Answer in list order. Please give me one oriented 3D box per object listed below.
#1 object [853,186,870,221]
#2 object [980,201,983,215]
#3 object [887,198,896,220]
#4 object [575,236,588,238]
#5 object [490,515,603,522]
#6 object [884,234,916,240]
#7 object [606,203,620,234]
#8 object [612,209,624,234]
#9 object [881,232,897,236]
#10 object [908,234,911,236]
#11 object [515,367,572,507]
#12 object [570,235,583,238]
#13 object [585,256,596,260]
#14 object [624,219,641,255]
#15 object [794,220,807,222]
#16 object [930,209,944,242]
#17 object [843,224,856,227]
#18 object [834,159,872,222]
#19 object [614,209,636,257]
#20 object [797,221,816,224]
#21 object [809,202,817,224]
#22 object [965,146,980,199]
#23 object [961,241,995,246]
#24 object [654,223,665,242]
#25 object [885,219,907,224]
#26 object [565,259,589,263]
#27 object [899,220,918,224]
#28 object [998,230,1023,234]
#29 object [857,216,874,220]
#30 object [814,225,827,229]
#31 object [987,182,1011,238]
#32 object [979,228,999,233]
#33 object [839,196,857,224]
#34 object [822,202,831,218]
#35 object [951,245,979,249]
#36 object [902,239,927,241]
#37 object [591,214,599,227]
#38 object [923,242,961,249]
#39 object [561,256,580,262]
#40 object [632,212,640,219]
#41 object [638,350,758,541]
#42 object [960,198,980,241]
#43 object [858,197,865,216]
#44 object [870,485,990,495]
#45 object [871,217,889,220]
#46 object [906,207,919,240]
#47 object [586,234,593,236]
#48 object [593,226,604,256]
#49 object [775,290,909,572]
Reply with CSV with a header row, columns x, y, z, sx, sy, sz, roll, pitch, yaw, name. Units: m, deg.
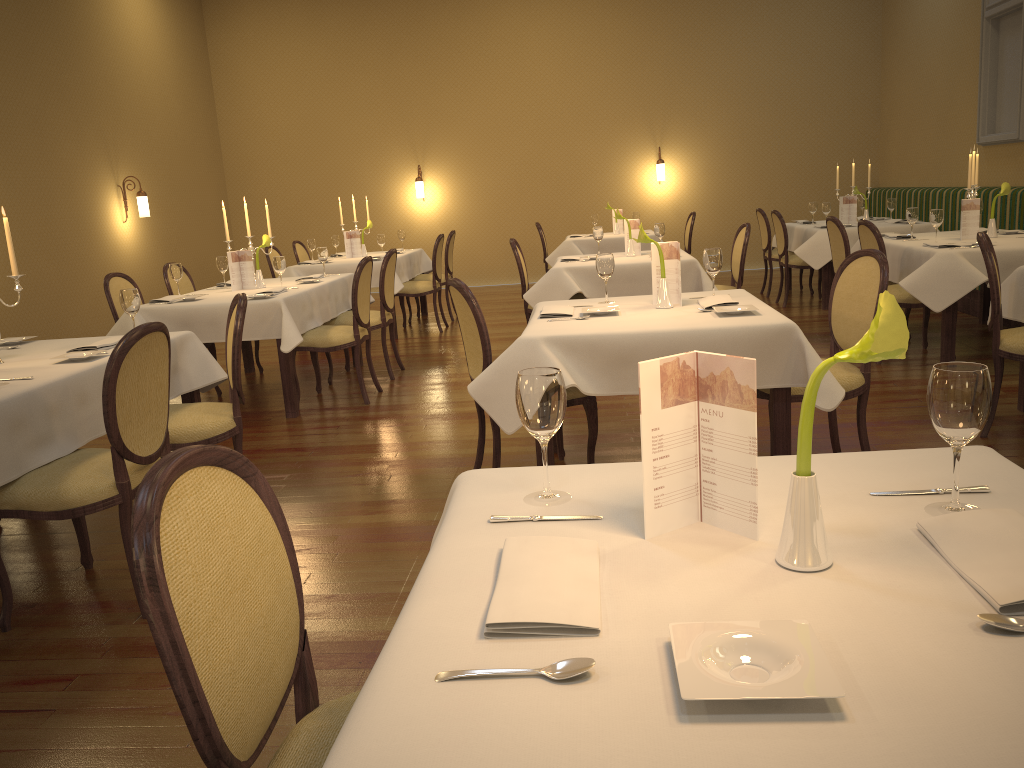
x,y,z,sx,sy,sz,roll,pitch,yaw,name
3.575,-1.839,9.063,0.163,0.375,0.076,2,13,27,object
3.590,-1.297,6.851,0.088,0.229,0.088,-13,15,-35,object
3.749,-1.717,8.761,0.088,0.229,0.088,-13,15,-35,object
0.777,-1.657,9.994,0.181,0.015,0.038,-3,12,7,object
0.055,0.218,1.455,0.185,0.010,0.017,-3,12,6,object
2.927,-1.113,6.691,0.142,0.033,0.273,-3,12,6,object
1.149,-1.892,10.105,0.163,0.375,0.076,-8,13,-17,object
1.247,-1.870,10.213,0.081,0.277,0.166,-13,15,-37,object
2.959,-1.179,7.003,0.160,0.024,0.160,-3,12,6,object
2.994,-1.144,6.847,0.181,0.015,0.038,-3,12,7,object
0.054,0.090,1.533,0.088,0.229,0.088,-13,15,-35,object
0.741,-1.704,10.211,0.142,0.024,0.273,-3,12,6,object
0.632,-0.957,6.741,0.160,0.024,0.160,-3,12,6,object
0.960,-1.135,6.864,0.081,0.277,0.166,-13,15,-37,object
3.205,-1.808,9.868,0.160,0.024,0.160,-3,12,6,object
2.875,-1.066,6.007,0.088,0.229,0.088,-13,15,-35,object
3.221,-1.521,8.517,0.160,0.024,0.160,-3,12,6,object
3.548,-2.014,9.220,0.131,0.655,0.390,-14,15,-38,object
0.861,-1.157,6.755,0.163,0.375,0.076,-8,13,-17,object
3.173,-1.742,9.556,0.142,0.033,0.273,-3,12,6,object
3.173,-1.801,9.348,0.088,0.229,0.088,-13,15,-35,object
3.301,-1.385,6.356,0.131,0.655,0.390,1,13,24,object
2.975,-0.892,5.652,0.160,0.024,0.160,-3,12,6,object
1.155,-1.141,6.931,0.088,0.229,0.088,-13,15,-35,object
3.728,-1.574,8.583,0.142,0.033,0.273,-3,12,6,object
0.489,-0.922,6.645,0.181,0.015,0.038,-3,12,7,object
3.736,-1.515,8.319,0.160,0.024,0.160,-3,12,6,object
3.586,-1.088,6.365,0.160,0.024,0.160,-3,12,6,object
3.772,-1.779,9.531,0.142,0.033,0.273,-3,12,6,object
3.042,-1.533,8.638,0.142,0.024,0.273,-3,12,6,object
3.347,-1.198,6.113,0.076,0.375,0.163,-7,12,-12,object
3.526,-1.150,6.666,0.142,0.033,0.273,-3,12,6,object
3.410,-1.763,8.985,0.166,0.277,0.081,2,13,26,object
3.151,-1.701,8.886,0.088,0.229,0.088,-13,15,-35,object
2.832,-0.857,5.557,0.181,0.015,0.038,-3,12,7,object
2.918,-1.043,6.407,0.185,0.010,0.017,-3,12,6,object
0.979,-1.877,10.441,0.088,0.229,0.088,-13,15,-35,object
2.796,-0.904,5.773,0.142,0.024,0.273,-3,12,6,object
0.453,-0.969,6.862,0.142,0.024,0.273,-3,12,6,object
1.443,-1.876,10.280,0.088,0.229,0.088,-13,15,-35,object
0.281,0.093,1.338,0.166,0.277,0.081,-2,12,12,object
3.154,-1.142,6.163,0.166,0.277,0.081,-9,13,-22,object
3.836,-1.926,9.715,0.088,0.229,0.088,-13,15,-35,object
0.682,0.175,1.450,0.185,0.010,0.017,-3,12,7,object
3.832,-1.716,9.229,0.160,0.024,0.160,-3,12,6,object
2.926,-1.172,6.484,0.088,0.229,0.088,-13,15,-35,object
0.920,-1.692,10.090,0.160,0.024,0.160,-3,12,6,object
0.691,-1.142,7.092,0.088,0.229,0.088,-13,15,-35,object
0.430,0.066,1.169,0.163,0.375,0.076,2,13,27,object
